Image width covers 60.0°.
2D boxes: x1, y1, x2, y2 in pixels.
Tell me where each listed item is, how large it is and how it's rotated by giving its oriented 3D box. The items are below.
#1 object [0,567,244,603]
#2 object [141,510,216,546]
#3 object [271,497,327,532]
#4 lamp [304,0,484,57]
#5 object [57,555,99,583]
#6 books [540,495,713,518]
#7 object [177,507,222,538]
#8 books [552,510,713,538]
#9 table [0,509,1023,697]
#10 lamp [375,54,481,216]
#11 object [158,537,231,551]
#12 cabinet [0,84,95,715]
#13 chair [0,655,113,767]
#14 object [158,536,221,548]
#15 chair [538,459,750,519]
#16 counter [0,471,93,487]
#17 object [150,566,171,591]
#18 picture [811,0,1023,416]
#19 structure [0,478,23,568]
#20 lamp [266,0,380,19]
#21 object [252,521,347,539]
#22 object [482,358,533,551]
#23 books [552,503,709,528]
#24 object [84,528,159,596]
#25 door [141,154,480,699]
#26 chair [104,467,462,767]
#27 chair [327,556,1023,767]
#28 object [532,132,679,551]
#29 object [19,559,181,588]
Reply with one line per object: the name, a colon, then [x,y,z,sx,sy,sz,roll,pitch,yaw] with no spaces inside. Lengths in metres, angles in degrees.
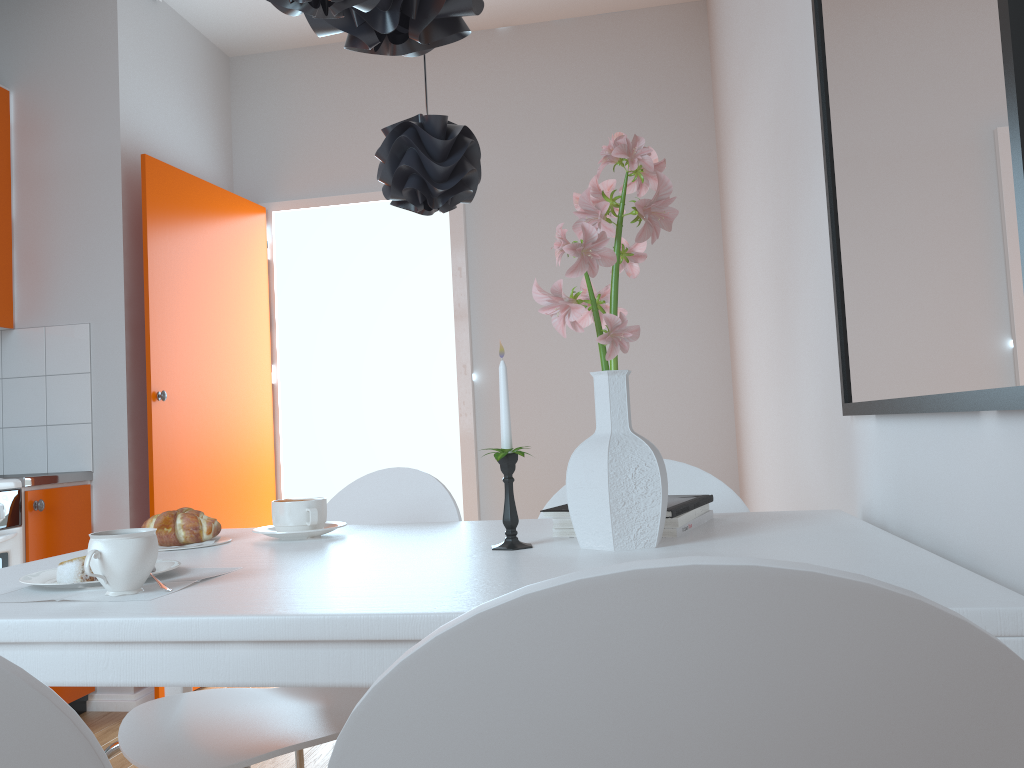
object: [-0.489,0.246,1.100,0.229,0.003,0.227,-3,-3,10]
object: [-0.570,0.242,1.488,0.132,0.060,0.069,-3,-3,10]
object: [-0.365,0.228,1.534,0.099,0.064,0.093,-4,-3,13]
lamp: [-0.205,-1.139,1.334,0.291,1.295,0.299,-1,-4,-34]
object: [-0.536,0.231,1.147,0.074,0.043,0.128,-3,-3,2]
books: [0.192,0.196,1.428,0.209,0.012,0.254,-4,-3,26]
object: [-0.548,0.243,1.537,0.075,0.059,0.059,-5,-4,31]
books: [0.201,0.223,1.424,0.194,0.014,0.256,-4,-3,25]
table: [-0.103,0.622,1.224,1.280,0.771,0.829,-3,-3,10]
lamp: [-0.172,-1.031,1.500,0.171,1.507,0.167,-5,-4,26]
object: [-0.562,0.272,1.500,0.164,0.005,0.169,-1,-4,-38]
cabinet: [-2.125,-0.037,1.824,0.705,2.350,3.101,-4,-3,9]
chair: [-0.458,0.568,0.805,0.504,0.871,0.645,-3,-3,0]
object: [-0.564,0.270,1.503,0.122,0.005,0.121,-2,-3,-10]
chair: [0.198,0.566,1.404,0.508,0.871,0.640,-4,-4,15]
counter: [-2.124,0.319,1.803,0.681,0.132,3.099,-3,-3,9]
object: [-0.436,0.229,1.068,0.027,0.027,0.131,-1,-4,-31]
picture: [0.484,-0.488,1.157,0.017,1.053,0.795,-4,-3,9]
structure: [-1.938,0.741,2.641,0.733,0.865,0.617,-4,-3,10]
lamp: [-0.253,-1.172,1.042,0.169,1.507,0.169,-3,-4,1]
object: [-0.366,0.256,1.533,0.162,0.020,0.158,-4,-3,24]
object: [-0.007,0.083,1.263,0.078,0.298,0.080,0,-5,-40]
books: [0.198,0.209,1.422,0.193,0.014,0.251,-4,-3,23]
object: [-0.453,0.206,1.024,0.082,0.070,0.077,-1,-4,-31]
door: [-0.918,0.155,3.870,1.379,2.057,0.696,-1,-4,-32]
chair: [-0.395,0.607,1.605,0.511,0.871,0.636,-5,-4,35]
chair: [0.134,0.534,0.723,0.505,0.871,0.643,-3,-3,5]
object: [0.138,-0.068,1.212,0.182,0.580,0.175,-6,-4,36]
object: [-0.527,0.246,1.142,0.192,0.012,0.191,-3,-3,7]
